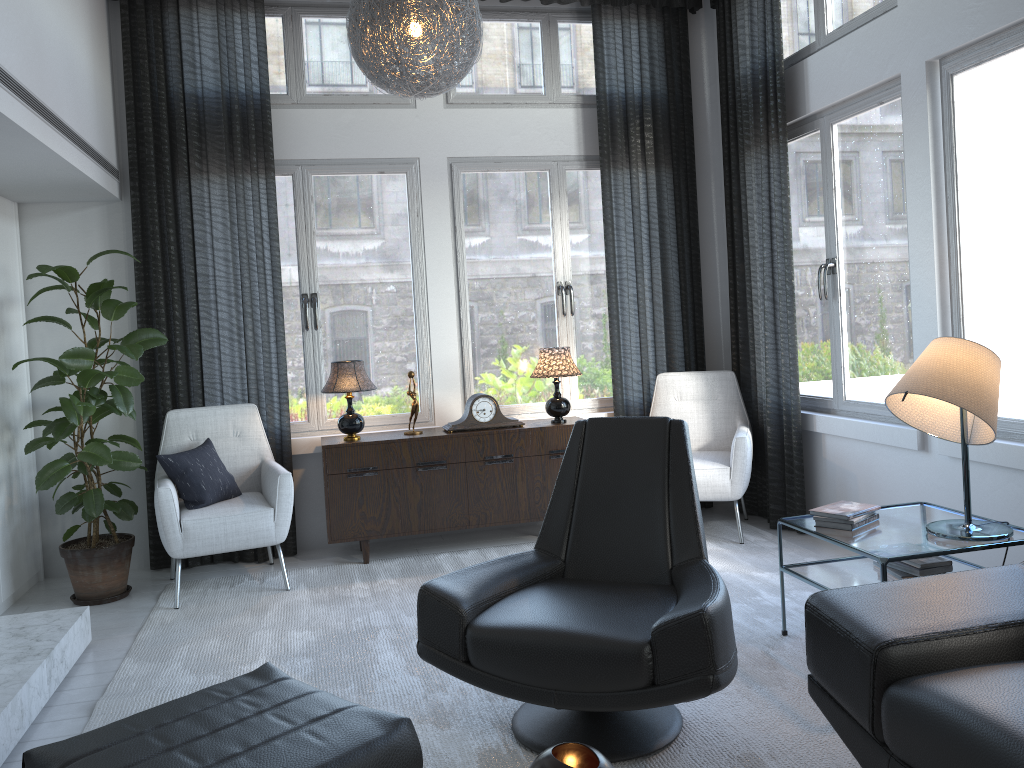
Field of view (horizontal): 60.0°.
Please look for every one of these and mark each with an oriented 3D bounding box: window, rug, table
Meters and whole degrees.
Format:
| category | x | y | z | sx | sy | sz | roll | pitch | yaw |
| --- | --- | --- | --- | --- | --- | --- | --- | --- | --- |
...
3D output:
| category | x | y | z | sx | sy | sz | roll | pitch | yaw |
| --- | --- | --- | --- | --- | --- | --- | --- | --- | --- |
| window | 0.273 | -0.980 | 5.053 | 1.269 | 2.320 | 0.133 | -4 | 1 | -13 |
| window | -1.107 | -0.879 | 4.738 | 1.269 | 2.320 | 0.133 | -4 | 1 | -13 |
| rug | 0.660 | 1.036 | 0.774 | 2.956 | 0.032 | 7.777 | -4 | 4 | -13 |
| window | 1.528 | -1.003 | 4.276 | 0.133 | 2.320 | 1.269 | -4 | 2 | -13 |
| window | 1.845 | -0.931 | 2.893 | 0.133 | 2.320 | 1.269 | -4 | 2 | -13 |
| table | 1.282 | 0.664 | 2.868 | 0.593 | 0.410 | 0.594 | -4 | 3 | -13 |

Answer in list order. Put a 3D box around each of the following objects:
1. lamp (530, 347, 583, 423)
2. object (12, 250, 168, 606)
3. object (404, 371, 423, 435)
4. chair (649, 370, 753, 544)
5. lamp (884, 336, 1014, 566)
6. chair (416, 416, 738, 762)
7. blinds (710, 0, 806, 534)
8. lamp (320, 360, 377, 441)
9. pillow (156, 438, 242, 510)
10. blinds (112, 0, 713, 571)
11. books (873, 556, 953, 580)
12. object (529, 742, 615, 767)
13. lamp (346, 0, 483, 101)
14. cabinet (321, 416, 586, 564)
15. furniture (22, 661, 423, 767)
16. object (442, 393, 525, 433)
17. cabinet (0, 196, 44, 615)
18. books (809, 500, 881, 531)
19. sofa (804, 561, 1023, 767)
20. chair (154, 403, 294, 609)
| category | x | y | z | sx | sy | sz | roll | pitch | yaw |
| --- | --- | --- | --- | --- | --- | --- | --- | --- | --- |
| lamp | 0.237 | 0.006 | 4.691 | 0.280 | 0.397 | 0.281 | -3 | 2 | 13 |
| object | -1.873 | 0.191 | 3.959 | 0.935 | 1.588 | 0.640 | -2 | 2 | 33 |
| object | -0.516 | 0.095 | 4.548 | 0.097 | 0.324 | 0.096 | -4 | 2 | -13 |
| chair | 0.967 | 0.361 | 4.685 | 0.593 | 0.822 | 0.614 | -3 | 2 | 17 |
| lamp | 1.640 | 0.363 | 2.415 | 0.475 | 1.014 | 1.167 | -5 | 3 | -38 |
| chair | 0.259 | 0.536 | 2.572 | 0.840 | 0.809 | 0.806 | -2 | 3 | 25 |
| blinds | 1.552 | -0.836 | 3.565 | 0.189 | 3.274 | 3.215 | -4 | 3 | -13 |
| lamp | -0.815 | 0.082 | 4.451 | 0.280 | 0.397 | 0.281 | -3 | 2 | 13 |
| pillow | -1.454 | 0.419 | 4.142 | 0.252 | 0.295 | 0.357 | -3 | 3 | 14 |
| blinds | -0.382 | -0.802 | 4.770 | 3.214 | 3.274 | 0.189 | -4 | 2 | -13 |
| books | 1.323 | 0.595 | 2.942 | 0.177 | 0.053 | 0.231 | -4 | 4 | -8 |
| object | 0.076 | 0.583 | 1.078 | 0.151 | 0.280 | 0.153 | -2 | 2 | 27 |
| lamp | -0.389 | -1.733 | 3.349 | 0.513 | 1.305 | 0.515 | -4 | 2 | -18 |
| cabinet | -0.263 | 0.544 | 4.630 | 1.399 | 0.612 | 0.386 | -4 | 2 | -13 |
| furniture | -0.567 | 0.864 | 1.748 | 0.613 | 0.377 | 0.600 | -1 | 4 | 41 |
| object | -0.154 | 0.141 | 4.616 | 0.406 | 0.180 | 0.181 | -4 | 3 | -13 |
| cabinet | -2.359 | 0.079 | 3.839 | 0.191 | 1.893 | 1.173 | -4 | 2 | -13 |
| books | 1.119 | 0.442 | 2.976 | 0.215 | 0.050 | 0.160 | -6 | 5 | -40 |
| sofa | 1.374 | 0.646 | 1.384 | 0.937 | 0.616 | 1.907 | -4 | 4 | -13 |
| chair | -1.363 | 0.530 | 4.168 | 0.594 | 0.822 | 0.613 | -4 | 2 | -23 |
